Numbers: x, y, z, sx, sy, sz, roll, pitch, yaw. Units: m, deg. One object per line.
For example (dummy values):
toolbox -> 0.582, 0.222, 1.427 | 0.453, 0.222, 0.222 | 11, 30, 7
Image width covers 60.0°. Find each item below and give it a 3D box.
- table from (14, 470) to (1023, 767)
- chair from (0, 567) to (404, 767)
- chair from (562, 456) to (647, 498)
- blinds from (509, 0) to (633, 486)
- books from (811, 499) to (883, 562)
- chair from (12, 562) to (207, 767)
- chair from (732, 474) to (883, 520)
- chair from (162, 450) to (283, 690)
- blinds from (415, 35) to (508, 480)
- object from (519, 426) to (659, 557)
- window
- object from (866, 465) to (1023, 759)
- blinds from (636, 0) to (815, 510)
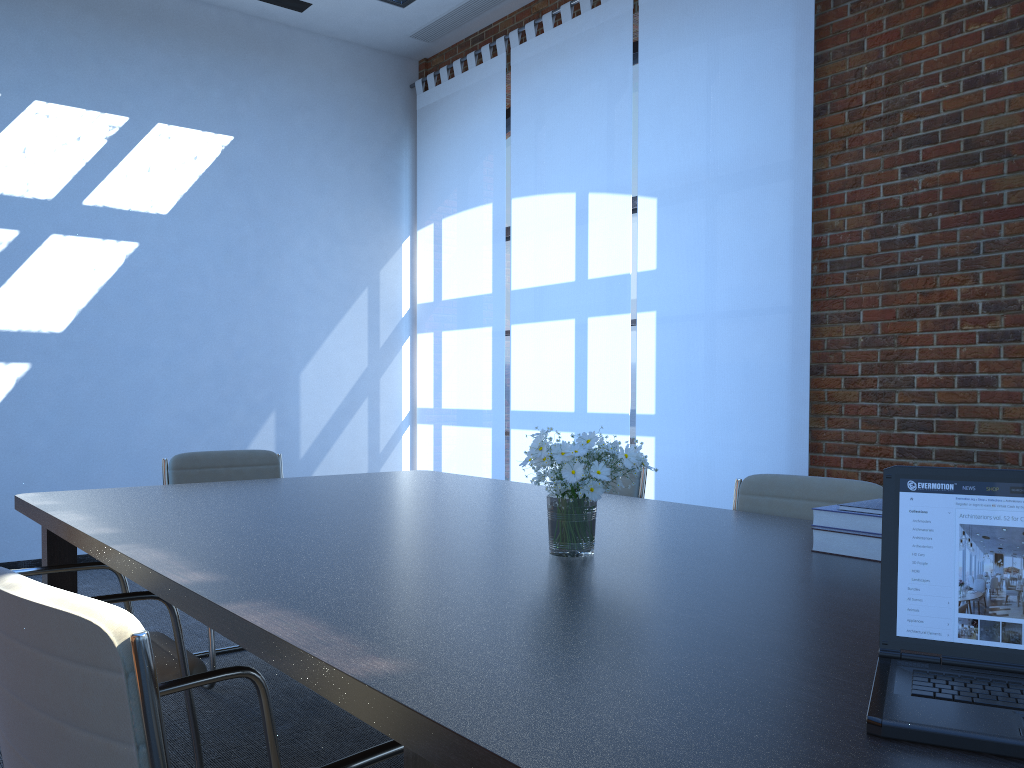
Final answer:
table -> 0.231, 0.810, 2.096 | 1.809, 0.810, 4.502 | 0, -1, -38
chair -> -0.462, 0.744, 1.501 | 0.560, 0.924, 0.706 | 1, 1, 41
chair -> 0.134, 0.769, 3.654 | 0.706, 0.924, 0.560 | 0, 1, -34
blinds -> 0.361, -0.657, 5.958 | 0.039, 3.761, 1.218 | -1, 2, -38
books -> 0.911, 0.350, 2.163 | 0.294, 0.115, 0.254 | 0, 0, -39
chair -> -1.304, 0.753, 2.580 | 0.706, 0.924, 0.560 | 0, 1, -38
chair -> 0.758, 0.761, 2.692 | 0.706, 0.924, 0.560 | -1, 1, -44
chair -> -1.135, 0.767, 3.856 | 0.560, 0.924, 0.706 | -1, 1, -38
blinds -> -0.425, -0.649, 6.964 | 0.039, 3.761, 1.218 | -1, 2, -38
object -> 0.153, 0.250, 2.125 | 0.329, 0.310, 0.336 | 0, 1, -27
window -> 2.595, -0.562, 3.995 | 0.160, 3.611, 9.617 | -1, 1, -38
object -> 0.641, 0.255, 1.049 | 0.390, 0.283, 0.322 | 0, 0, 25
blinds -> 1.140, -0.664, 4.960 | 0.039, 3.761, 1.218 | -1, 2, -38
